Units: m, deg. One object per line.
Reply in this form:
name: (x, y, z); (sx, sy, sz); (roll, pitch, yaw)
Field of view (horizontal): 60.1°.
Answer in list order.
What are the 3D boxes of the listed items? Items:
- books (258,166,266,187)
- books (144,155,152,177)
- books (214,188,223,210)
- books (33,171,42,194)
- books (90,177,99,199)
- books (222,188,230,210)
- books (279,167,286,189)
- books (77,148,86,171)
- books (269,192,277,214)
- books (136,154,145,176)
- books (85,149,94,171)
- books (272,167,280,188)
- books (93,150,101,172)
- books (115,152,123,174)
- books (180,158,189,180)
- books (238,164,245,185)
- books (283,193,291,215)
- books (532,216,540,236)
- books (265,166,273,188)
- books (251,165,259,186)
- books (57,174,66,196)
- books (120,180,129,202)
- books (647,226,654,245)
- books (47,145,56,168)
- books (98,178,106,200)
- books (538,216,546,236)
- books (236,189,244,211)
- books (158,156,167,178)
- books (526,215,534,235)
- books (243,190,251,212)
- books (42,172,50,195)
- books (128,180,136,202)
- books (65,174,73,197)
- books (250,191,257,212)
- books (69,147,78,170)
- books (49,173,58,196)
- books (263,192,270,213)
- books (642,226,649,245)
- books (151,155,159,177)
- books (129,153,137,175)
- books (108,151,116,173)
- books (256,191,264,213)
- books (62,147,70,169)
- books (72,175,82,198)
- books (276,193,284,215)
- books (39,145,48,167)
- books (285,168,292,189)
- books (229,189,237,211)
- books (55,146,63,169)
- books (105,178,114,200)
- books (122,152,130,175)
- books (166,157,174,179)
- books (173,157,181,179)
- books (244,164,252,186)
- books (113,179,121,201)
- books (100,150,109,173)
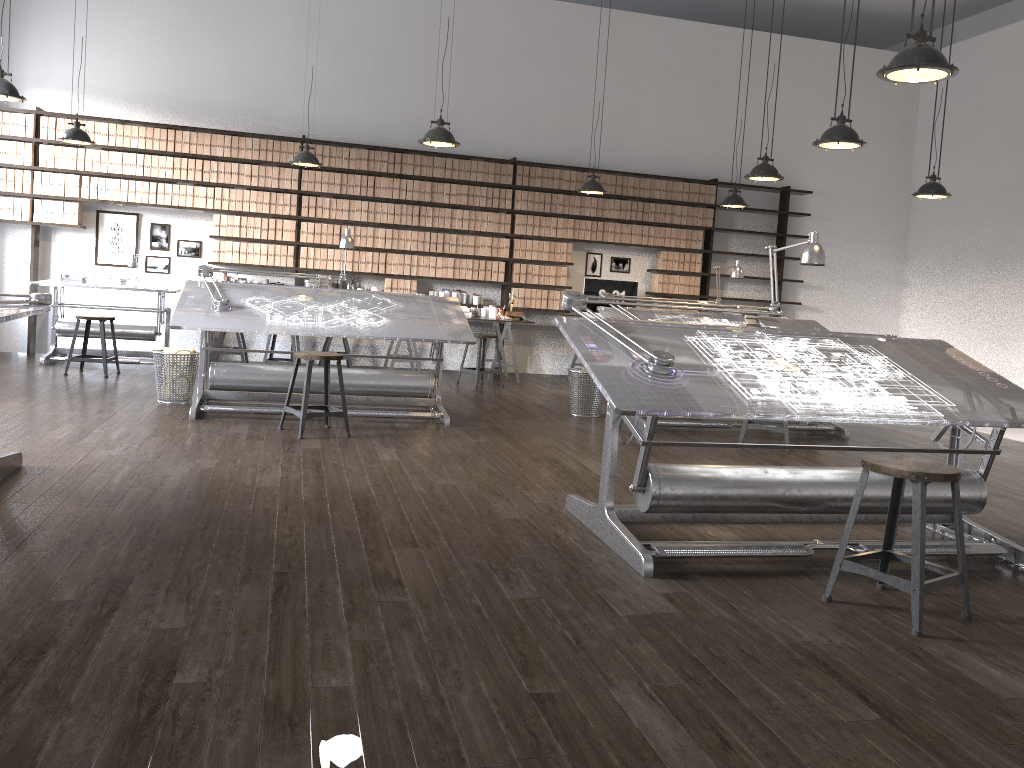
books: (-2.650, -2.193, 9.399); (0.066, 0.225, 0.175); (3, 5, -14)
books: (-3.741, -2.238, 9.128); (0.066, 0.225, 0.175); (3, 5, -14)
books: (-3.080, -1.943, 9.307); (0.066, 0.225, 0.175); (3, 5, -14)
books: (-4.742, -2.012, 8.893); (0.066, 0.225, 0.175); (3, 5, -14)
books: (-4.237, -1.984, 9.021); (0.067, 0.225, 0.175); (3, 5, -14)
books: (-3.011, -1.941, 9.328); (0.066, 0.225, 0.175); (3, 5, -14)
books: (-2.450, -2.185, 9.449); (0.066, 0.225, 0.175); (3, 5, -14)
books: (-4.348, -2.262, 8.972); (0.067, 0.225, 0.175); (3, 5, -14)
books: (-2.547, -1.922, 9.446); (0.066, 0.225, 0.175); (3, 5, -14)
books: (-3.808, -2.240, 9.107); (0.067, 0.225, 0.175); (3, 5, -14)
books: (-4.277, -2.260, 8.996); (0.066, 0.225, 0.175); (3, 5, -14)
books: (-2.514, -2.187, 9.428); (0.067, 0.225, 0.175); (3, 5, -14)
books: (-4.207, -2.257, 9.008); (0.066, 0.225, 0.175); (3, 5, -14)
books: (-4.003, -2.248, 9.057); (0.067, 0.225, 0.175); (3, 5, -14)
books: (-3.404, -2.224, 9.211); (0.066, 0.225, 0.175); (3, 5, -14)
books: (-2.849, -2.201, 9.349); (0.066, 0.225, 0.175); (3, 5, -14)
books: (-2.409, -1.916, 9.476); (0.066, 0.225, 0.175); (3, 5, -14)
books: (0.256, -1.806, 10.142); (0.066, 0.225, 0.175); (3, 5, -14)
books: (-2.583, -2.191, 9.418); (0.066, 0.225, 0.175); (3, 5, -14)
books: (-2.718, -2.195, 9.378); (0.067, 0.225, 0.175); (3, 5, -14)
books: (-4.538, -2.004, 8.950); (0.066, 0.225, 0.175); (3, 5, -14)
books: (-3.964, -1.973, 9.088); (0.066, 0.225, 0.175); (3, 5, -14)
books: (1.615, -1.750, 10.480); (0.066, 0.225, 0.175); (3, 5, -14)
books: (-4.614, -2.273, 8.905); (0.066, 0.225, 0.175); (3, 5, -14)
books: (-4.170, -1.982, 9.042); (0.066, 0.225, 0.175); (3, 5, -14)
books: (0.323, -1.803, 10.162); (0.066, 0.225, 0.175); (3, 5, -14)
books: (-2.876, -1.936, 9.363); (0.066, 0.225, 0.175); (3, 5, -14)
books: (-3.605, -2.232, 9.159); (0.066, 0.225, 0.175); (3, 5, -14)
books: (0.187, -1.808, 10.121); (0.066, 0.225, 0.175); (3, 5, -14)
books: (-2.807, -1.932, 9.377); (0.067, 0.225, 0.175); (3, 5, -14)
books: (-4.672, -2.009, 8.914); (0.066, 0.225, 0.175); (3, 5, -14)
books: (-3.893, -1.970, 9.105); (0.067, 0.225, 0.175); (3, 5, -14)
books: (-4.465, -2.001, 8.967); (0.066, 0.225, 0.175); (3, 5, -14)
books: (-2.737, -1.930, 9.396); (0.066, 0.225, 0.175); (3, 5, -14)
books: (-4.421, -2.266, 8.960); (0.066, 0.225, 0.175); (3, 5, -14)
books: (-4.606, -2.007, 8.935); (0.066, 0.225, 0.175); (3, 5, -14)
books: (-2.611, -1.924, 9.424); (0.067, 0.225, 0.175); (3, 5, -14)
books: (1.545, -1.752, 10.459); (0.066, 0.225, 0.175); (3, 5, -14)
books: (-3.673, -2.235, 9.146); (0.066, 0.225, 0.175); (3, 5, -14)
books: (-3.879, -2.243, 9.091); (0.066, 0.225, 0.175); (3, 5, -14)
books: (-4.070, -2.251, 9.046); (0.066, 0.225, 0.175); (3, 5, -14)
books: (-2.677, -1.927, 9.413); (0.066, 0.225, 0.175); (3, 5, -14)
books: (-4.484, -2.268, 8.941); (0.066, 0.225, 0.175); (3, 5, -14)
books: (-4.402, -1.998, 8.978); (0.067, 0.225, 0.175); (3, 5, -14)
books: (-2.478, -1.919, 9.463); (0.066, 0.225, 0.175); (3, 5, -14)
books: (-4.685, -2.276, 8.890); (0.066, 0.225, 0.175); (3, 5, -14)
books: (-2.389, -2.182, 9.462); (0.066, 0.225, 0.175); (3, 5, -14)
books: (-2.944, -1.939, 9.348); (0.066, 0.225, 0.175); (3, 5, -14)
books: (-4.544, -2.270, 8.922); (0.067, 0.225, 0.175); (3, 5, -14)
books: (-4.103, -1.979, 9.060); (0.066, 0.225, 0.175); (3, 5, -14)
books: (-3.940, -2.246, 9.078); (0.066, 0.225, 0.175); (3, 5, -14)
books: (-3.534, -2.229, 9.174); (0.066, 0.225, 0.175); (3, 5, -14)
books: (-3.464, -2.226, 9.191); (0.067, 0.225, 0.175); (3, 5, -14)
books: (-2.788, -2.198, 9.363); (0.066, 0.225, 0.175); (3, 5, -14)
books: (-4.035, -1.976, 9.073); (0.066, 0.225, 0.175); (3, 5, -14)
books: (-4.139, -2.254, 9.029); (0.066, 0.225, 0.175); (3, 5, -14)
